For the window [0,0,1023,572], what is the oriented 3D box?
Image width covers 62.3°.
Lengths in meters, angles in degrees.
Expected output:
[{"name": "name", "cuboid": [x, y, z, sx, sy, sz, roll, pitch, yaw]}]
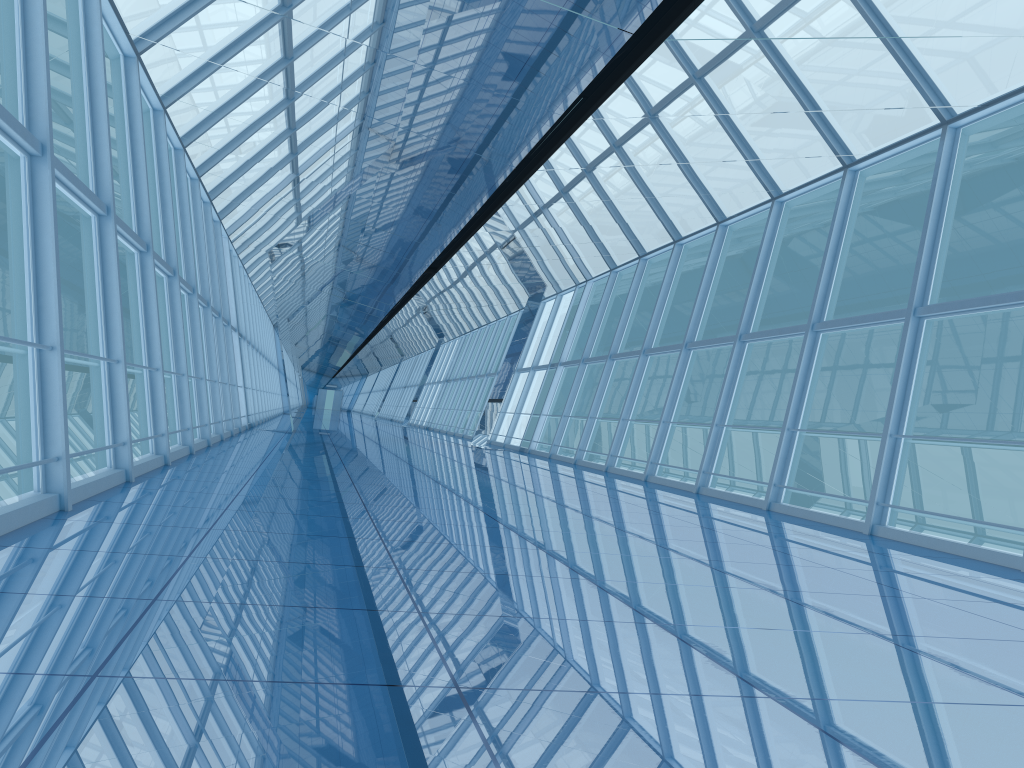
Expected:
[{"name": "window", "cuboid": [-9.087, -0.437, 48.185, 9.844, 4.968, 105.676, 6, -3, -13]}]
